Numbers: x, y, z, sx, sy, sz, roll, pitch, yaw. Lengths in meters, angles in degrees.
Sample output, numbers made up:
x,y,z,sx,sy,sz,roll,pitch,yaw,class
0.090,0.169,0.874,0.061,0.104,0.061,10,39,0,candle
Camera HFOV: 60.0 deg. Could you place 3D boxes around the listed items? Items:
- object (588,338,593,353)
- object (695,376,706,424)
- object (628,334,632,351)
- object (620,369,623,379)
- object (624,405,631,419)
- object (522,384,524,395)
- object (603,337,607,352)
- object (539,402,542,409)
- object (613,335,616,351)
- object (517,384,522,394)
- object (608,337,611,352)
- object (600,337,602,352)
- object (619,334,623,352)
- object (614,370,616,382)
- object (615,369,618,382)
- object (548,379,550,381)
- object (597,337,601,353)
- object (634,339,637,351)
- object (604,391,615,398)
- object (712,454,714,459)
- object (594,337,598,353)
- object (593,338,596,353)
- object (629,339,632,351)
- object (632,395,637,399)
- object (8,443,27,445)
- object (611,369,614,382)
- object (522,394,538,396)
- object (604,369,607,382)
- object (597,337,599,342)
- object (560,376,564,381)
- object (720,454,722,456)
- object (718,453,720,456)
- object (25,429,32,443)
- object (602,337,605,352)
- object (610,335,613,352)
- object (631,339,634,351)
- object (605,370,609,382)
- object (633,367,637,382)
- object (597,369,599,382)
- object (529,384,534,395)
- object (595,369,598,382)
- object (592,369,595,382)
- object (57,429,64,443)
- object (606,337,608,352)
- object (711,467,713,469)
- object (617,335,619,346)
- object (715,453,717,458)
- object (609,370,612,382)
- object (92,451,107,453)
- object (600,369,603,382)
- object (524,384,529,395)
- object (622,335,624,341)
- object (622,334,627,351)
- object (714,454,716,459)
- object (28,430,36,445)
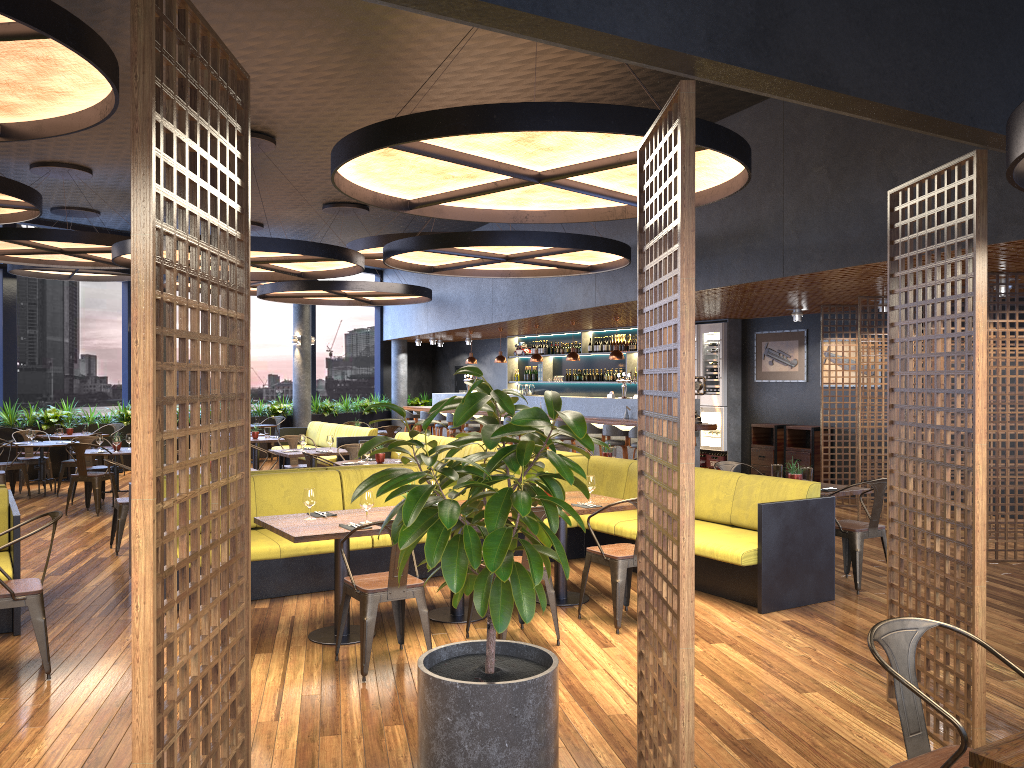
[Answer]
x,y,z,sx,sy,sz,roll,pitch,yaw,class
1.585,-0.781,17.907,0.085,0.310,0.086,0,0,-4,object
2.454,0.067,12.179,0.263,0.944,0.566,0,0,-39,object
2.271,-0.787,17.008,0.084,0.330,0.084,0,0,-25,object
2.130,-0.170,17.209,0.063,0.254,0.063,0,0,31,object
1.775,0.430,13.670,0.114,0.203,0.069,0,0,3,object
0.247,0.111,16.643,0.105,0.209,0.105,0,0,3,object
1.840,-0.779,17.498,0.085,0.310,0.086,0,0,2,object
0.512,0.419,15.720,0.069,0.203,0.114,0,0,-42,object
2.000,-0.788,17.216,0.084,0.330,0.084,0,0,-25,object
0.143,0.110,16.720,0.105,0.209,0.105,0,0,3,object
1.933,-0.779,17.527,0.085,0.310,0.086,0,0,9,object
1.784,-0.781,17.772,0.085,0.310,0.086,0,0,9,object
2.098,-0.787,17.047,0.084,0.330,0.084,0,0,-25,object
2.040,-0.157,17.436,0.088,0.224,0.088,0,0,-37,object
2.033,-0.170,17.161,0.063,0.254,0.063,0,0,-24,object
0.806,-0.085,19.163,0.042,0.059,0.042,0,0,20,object
1.737,-0.780,17.662,0.085,0.310,0.086,0,0,-4,object
2.316,-0.733,16.692,0.056,0.227,0.056,0,0,-45,object
1.402,0.173,14.670,0.200,0.106,0.766,0,0,-31,object
3.373,1.278,14.914,0.056,0.205,0.056,0,0,-41,object
1.690,-0.781,17.742,0.085,0.310,0.086,0,0,2,object
1.680,-0.782,17.932,0.085,0.310,0.086,0,0,-17,object
2.252,-0.733,16.797,0.056,0.227,0.056,0,0,20,object
1.959,0.185,13.722,0.177,0.091,0.091,0,0,34,object
-7.104,0.865,12.783,0.157,0.019,0.255,0,0,35,object
1.954,-0.170,17.244,0.063,0.254,0.063,0,0,-39,object
0.272,0.206,16.654,0.273,0.019,0.437,0,0,-31,object
1.860,-0.173,17.674,0.063,0.254,0.063,0,0,16,object
1.732,-0.781,17.847,0.085,0.310,0.086,0,0,-4,object
1.069,-0.113,18.838,0.084,0.119,0.084,0,0,13,object
3.492,1.279,14.826,0.056,0.205,0.057,0,0,14,object
3.513,1.277,15.063,0.057,0.205,0.056,0,0,-31,object
-7.163,0.769,13.146,0.097,0.206,0.097,0,0,-45,object
1.832,-0.780,17.687,0.085,0.310,0.086,0,0,-20,object
1.950,-0.789,17.295,0.084,0.330,0.084,0,0,-25,object
2.284,-0.733,16.745,0.056,0.227,0.056,0,0,35,object
1.887,-0.157,17.469,0.088,0.224,0.088,0,0,28,object
2.340,-0.182,16.800,0.079,0.281,0.079,0,0,-28,object
1.726,-0.174,17.879,0.063,0.254,0.063,0,0,-44,object
0.363,0.111,16.573,0.105,0.209,0.105,0,0,3,object
1.683,-0.173,17.737,0.063,0.254,0.063,0,0,6,object
1.631,-0.174,17.823,0.063,0.254,0.063,0,0,31,object
-6.731,0.769,13.214,0.097,0.206,0.097,0,0,-27,object
1.886,-0.780,17.610,0.085,0.310,0.086,0,0,-4,object
3.357,1.503,14.883,0.056,0.205,0.056,0,0,39,object
2.049,-0.788,17.136,0.084,0.330,0.084,0,0,-25,object
3.454,1.277,15.035,0.056,0.205,0.056,0,0,-26,object
1.943,-0.156,17.377,0.088,0.224,0.088,0,0,-17,object
-5.277,0.872,11.406,0.157,0.019,0.255,0,0,11,object
1.792,-0.173,17.772,0.063,0.254,0.063,0,0,31,object
0.269,0.111,16.507,0.105,0.209,0.105,0,0,3,object
2.144,-0.788,17.153,0.084,0.330,0.084,0,0,-25,object
2.151,-0.787,16.966,0.084,0.330,0.084,0,0,-25,object
3.398,1.278,14.852,0.056,0.205,0.056,0,0,24,object
-6.930,0.771,12.800,0.097,0.206,0.097,0,0,27,object
